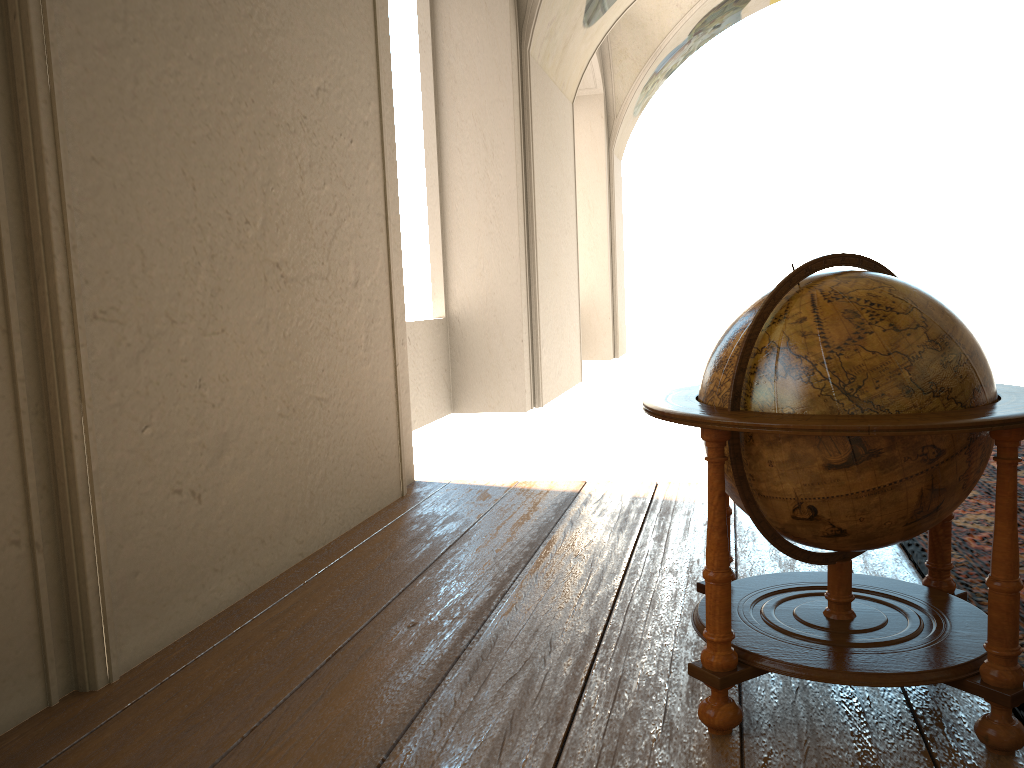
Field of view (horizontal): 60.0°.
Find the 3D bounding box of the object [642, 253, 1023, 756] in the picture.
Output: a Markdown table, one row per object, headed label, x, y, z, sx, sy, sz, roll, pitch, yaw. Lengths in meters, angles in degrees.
| label | x | y | z | sx | sy | sz | roll | pitch | yaw |
| --- | --- | --- | --- | --- | --- | --- | --- | --- | --- |
| object | 1.084 | 0.300 | 2.932 | 1.277 | 1.452 | 1.277 | -7 | 8 | -38 |
